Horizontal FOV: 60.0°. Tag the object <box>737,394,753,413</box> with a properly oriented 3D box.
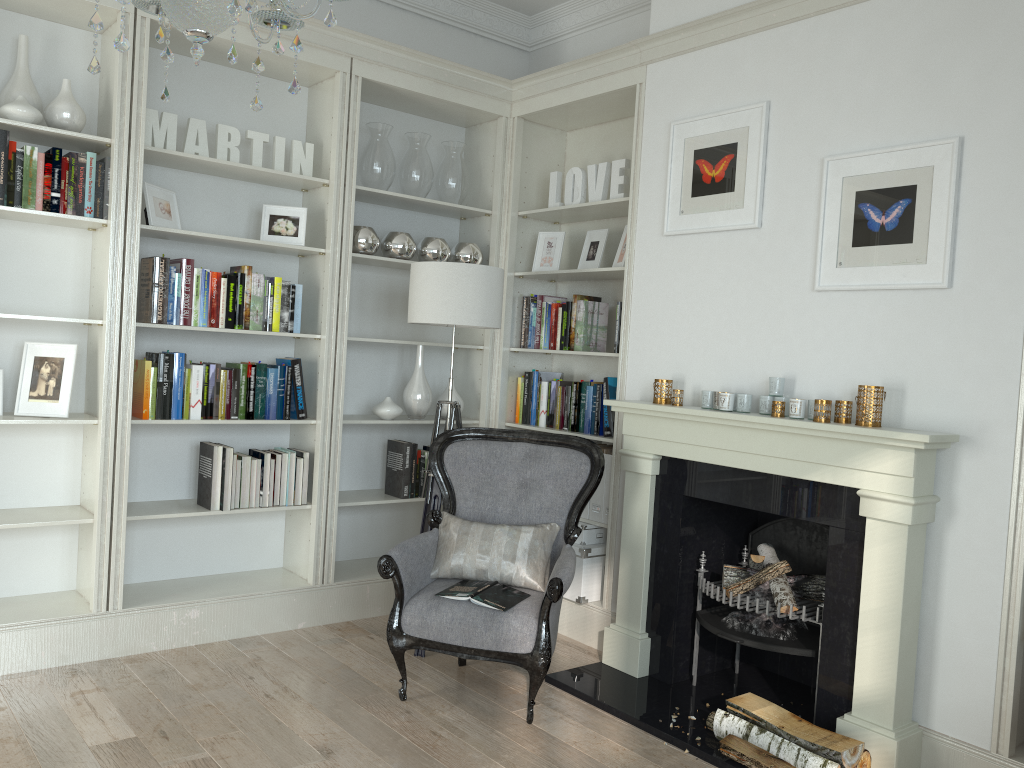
[{"bbox_3d":[0.902,0.076,3.445,0.060,0.073,0.060,3,2,-16],"label":"object"}]

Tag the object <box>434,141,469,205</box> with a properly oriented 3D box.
[{"bbox_3d":[-0.328,-1.135,4.870,0.193,0.362,0.193,5,2,34],"label":"object"}]

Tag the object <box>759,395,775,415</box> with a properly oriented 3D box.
[{"bbox_3d":[0.979,0.082,3.406,0.060,0.073,0.060,4,2,17],"label":"object"}]

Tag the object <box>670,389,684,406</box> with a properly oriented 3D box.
[{"bbox_3d":[0.687,0.057,3.696,0.054,0.068,0.047,3,2,-11],"label":"object"}]

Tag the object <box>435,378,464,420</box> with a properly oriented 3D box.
[{"bbox_3d":[-0.334,0.079,4.787,0.153,0.225,0.154,3,2,-4],"label":"object"}]

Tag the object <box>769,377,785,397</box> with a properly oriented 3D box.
[{"bbox_3d":[1.007,0.011,3.378,0.060,0.073,0.060,4,2,17],"label":"object"}]

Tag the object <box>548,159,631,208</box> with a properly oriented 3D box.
[{"bbox_3d":[0.385,-1.003,4.511,0.039,0.216,0.554,2,2,-39],"label":"object"}]

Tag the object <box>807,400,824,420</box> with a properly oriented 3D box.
[{"bbox_3d":[1.104,0.096,3.224,0.060,0.073,0.060,4,2,17],"label":"object"}]

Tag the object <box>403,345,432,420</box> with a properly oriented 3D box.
[{"bbox_3d":[-0.490,-0.010,4.649,0.155,0.397,0.155,5,2,36],"label":"object"}]

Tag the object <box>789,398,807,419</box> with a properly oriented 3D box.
[{"bbox_3d":[1.040,0.091,3.232,0.060,0.073,0.060,4,2,17],"label":"object"}]

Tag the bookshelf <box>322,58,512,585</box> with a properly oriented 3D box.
[{"bbox_3d":[-0.577,-0.280,4.679,0.972,2.523,0.399,2,2,-39],"label":"bookshelf"}]

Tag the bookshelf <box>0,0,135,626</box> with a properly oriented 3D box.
[{"bbox_3d":[-2.090,-0.333,3.459,0.972,2.523,0.399,2,2,-39],"label":"bookshelf"}]

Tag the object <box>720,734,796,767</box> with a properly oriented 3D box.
[{"bbox_3d":[0.855,1.246,2.869,0.109,0.085,0.389,2,2,-37],"label":"object"}]

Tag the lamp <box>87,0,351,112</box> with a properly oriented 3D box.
[{"bbox_3d":[-0.582,-1.891,1.807,0.577,2.542,0.648,4,2,21],"label":"lamp"}]

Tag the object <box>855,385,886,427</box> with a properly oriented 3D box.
[{"bbox_3d":[1.230,0.076,3.046,0.090,0.140,0.087,3,2,-1],"label":"object"}]

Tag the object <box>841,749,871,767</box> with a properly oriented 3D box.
[{"bbox_3d":[0.974,1.228,3.066,0.118,0.123,0.516,2,2,-41],"label":"object"}]

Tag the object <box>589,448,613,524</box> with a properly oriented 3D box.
[{"bbox_3d":[0.552,0.482,4.326,0.294,0.378,0.188,2,2,-39],"label":"object"}]

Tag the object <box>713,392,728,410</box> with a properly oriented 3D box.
[{"bbox_3d":[0.829,0.069,3.529,0.060,0.073,0.060,4,2,17],"label":"object"}]

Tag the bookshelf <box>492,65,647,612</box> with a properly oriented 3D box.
[{"bbox_3d":[0.381,-0.217,4.571,0.399,2.523,0.988,2,2,-39],"label":"bookshelf"}]

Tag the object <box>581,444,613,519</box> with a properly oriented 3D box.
[{"bbox_3d":[0.430,0.478,4.478,0.294,0.360,0.188,2,2,-39],"label":"object"}]

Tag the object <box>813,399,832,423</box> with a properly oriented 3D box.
[{"bbox_3d":[1.093,0.095,3.123,0.060,0.079,0.060,4,2,23],"label":"object"}]

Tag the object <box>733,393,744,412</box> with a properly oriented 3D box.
[{"bbox_3d":[0.894,0.073,3.517,0.060,0.073,0.060,4,2,17],"label":"object"}]

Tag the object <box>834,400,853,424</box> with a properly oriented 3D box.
[{"bbox_3d":[1.176,0.099,3.148,0.060,0.079,0.060,4,2,19],"label":"object"}]

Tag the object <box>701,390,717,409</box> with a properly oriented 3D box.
[{"bbox_3d":[0.795,0.065,3.587,0.060,0.073,0.060,4,2,17],"label":"object"}]

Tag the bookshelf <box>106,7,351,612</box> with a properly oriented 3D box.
[{"bbox_3d":[-1.334,-0.307,4.069,0.972,2.523,0.399,2,2,-39],"label":"bookshelf"}]

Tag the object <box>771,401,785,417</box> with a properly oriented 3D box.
[{"bbox_3d":[0.988,0.094,3.294,0.052,0.058,0.050,3,2,-2],"label":"object"}]

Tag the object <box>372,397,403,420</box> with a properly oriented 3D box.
[{"bbox_3d":[-0.635,0.124,4.531,0.152,0.116,0.154,2,3,-42],"label":"object"}]

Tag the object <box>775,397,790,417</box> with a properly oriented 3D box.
[{"bbox_3d":[1.022,0.086,3.355,0.060,0.073,0.060,4,2,17],"label":"object"}]

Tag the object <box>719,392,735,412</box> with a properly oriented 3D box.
[{"bbox_3d":[0.839,0.071,3.465,0.060,0.073,0.060,4,2,17],"label":"object"}]

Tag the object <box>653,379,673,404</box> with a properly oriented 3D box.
[{"bbox_3d":[0.645,0.033,3.789,0.080,0.104,0.080,4,2,19],"label":"object"}]

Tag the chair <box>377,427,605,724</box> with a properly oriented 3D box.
[{"bbox_3d":[-0.066,0.719,3.603,0.778,1.024,0.763,4,2,16],"label":"chair"}]

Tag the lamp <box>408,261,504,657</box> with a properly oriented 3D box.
[{"bbox_3d":[-0.301,0.333,4.081,0.429,1.739,0.429,3,2,-5],"label":"lamp"}]

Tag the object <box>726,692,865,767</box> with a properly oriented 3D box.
[{"bbox_3d":[0.935,1.168,2.979,0.150,0.083,0.459,2,2,-37],"label":"object"}]
